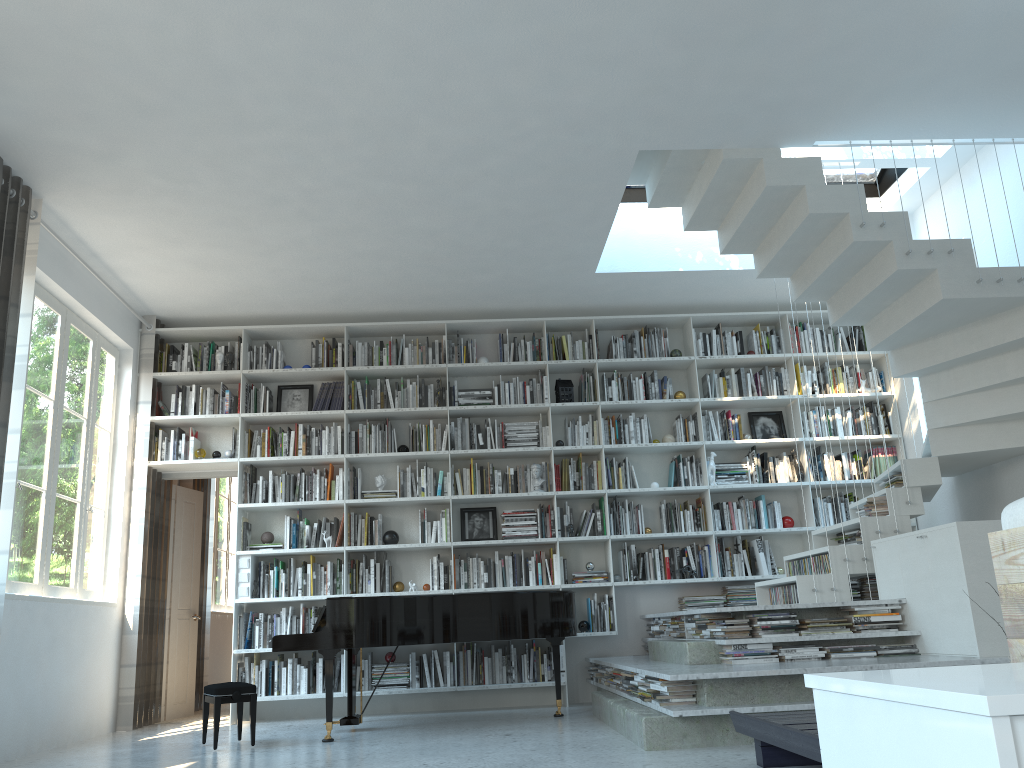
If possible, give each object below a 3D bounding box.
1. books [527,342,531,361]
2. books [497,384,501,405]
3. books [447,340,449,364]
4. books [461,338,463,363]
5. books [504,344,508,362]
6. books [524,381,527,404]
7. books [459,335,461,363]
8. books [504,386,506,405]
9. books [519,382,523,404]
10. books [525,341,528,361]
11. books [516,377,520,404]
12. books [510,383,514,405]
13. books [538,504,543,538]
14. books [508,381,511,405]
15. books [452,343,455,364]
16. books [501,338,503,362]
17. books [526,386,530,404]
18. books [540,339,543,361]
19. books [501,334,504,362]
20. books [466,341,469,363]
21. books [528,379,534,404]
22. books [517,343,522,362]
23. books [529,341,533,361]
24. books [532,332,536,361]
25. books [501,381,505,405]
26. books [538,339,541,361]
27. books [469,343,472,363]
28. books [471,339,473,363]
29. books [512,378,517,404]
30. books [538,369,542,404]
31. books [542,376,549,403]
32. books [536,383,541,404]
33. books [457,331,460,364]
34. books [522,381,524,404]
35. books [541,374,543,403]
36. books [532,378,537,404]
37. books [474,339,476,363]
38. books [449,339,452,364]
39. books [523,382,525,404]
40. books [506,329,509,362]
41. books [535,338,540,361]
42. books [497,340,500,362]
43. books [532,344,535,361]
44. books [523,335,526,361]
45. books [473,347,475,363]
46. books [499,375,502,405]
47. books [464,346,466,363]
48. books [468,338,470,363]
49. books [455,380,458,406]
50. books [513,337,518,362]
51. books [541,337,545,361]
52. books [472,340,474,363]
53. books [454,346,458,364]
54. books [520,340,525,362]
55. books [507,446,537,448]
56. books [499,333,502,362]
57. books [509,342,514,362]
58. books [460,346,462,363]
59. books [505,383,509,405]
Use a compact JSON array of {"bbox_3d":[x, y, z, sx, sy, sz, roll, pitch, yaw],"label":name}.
[{"bbox_3d":[0.138,-0.236,7.615,0.023,0.201,0.193,-2,-15,-3],"label":"books"},{"bbox_3d":[-0.113,0.128,7.552,0.024,0.223,0.129,-2,-15,-3],"label":"books"},{"bbox_3d":[-0.546,-0.231,7.613,0.012,0.253,0.161,-2,-15,-3],"label":"books"},{"bbox_3d":[-0.424,-0.245,7.603,0.011,0.264,0.164,-2,-15,-3],"label":"books"},{"bbox_3d":[-0.056,-0.224,7.639,0.031,0.208,0.147,-2,-15,-3],"label":"books"},{"bbox_3d":[0.112,0.109,7.539,0.012,0.230,0.159,-2,-15,-3],"label":"books"},{"bbox_3d":[-0.447,-0.256,7.619,0.010,0.295,0.153,-2,-15,-3],"label":"books"},{"bbox_3d":[-0.063,0.132,7.540,0.011,0.203,0.133,-2,-15,-3],"label":"books"},{"bbox_3d":[0.073,0.113,7.530,0.023,0.222,0.191,-2,-15,-3],"label":"books"},{"bbox_3d":[0.119,-0.238,7.633,0.012,0.216,0.180,-2,-15,-3],"label":"books"},{"bbox_3d":[0.049,0.093,7.543,0.023,0.268,0.185,-2,-15,-3],"label":"books"},{"bbox_3d":[-0.004,0.120,7.534,0.028,0.218,0.184,-2,-15,-3],"label":"books"},{"bbox_3d":[0.236,1.143,7.298,0.011,0.298,0.130,-2,-15,-3],"label":"books"},{"bbox_3d":[-0.026,0.111,7.545,0.012,0.243,0.132,-2,-15,-3],"label":"books"},{"bbox_3d":[-0.502,-0.219,7.612,0.023,0.227,0.157,-2,-15,-3],"label":"books"},{"bbox_3d":[-0.089,-0.252,7.641,0.011,0.266,0.129,-2,-15,-3],"label":"books"},{"bbox_3d":[0.133,0.128,7.531,0.029,0.187,0.176,-2,-15,-3],"label":"books"},{"bbox_3d":[0.249,-0.251,7.651,0.014,0.238,0.153,-2,-15,-3],"label":"books"},{"bbox_3d":[-0.078,-0.268,7.637,0.011,0.295,0.157,-2,-15,-3],"label":"books"},{"bbox_3d":[-0.383,-0.233,7.622,0.014,0.247,0.139,-2,-15,-3],"label":"books"},{"bbox_3d":[0.162,0.098,7.540,0.032,0.247,0.174,-2,-15,-3],"label":"books"},{"bbox_3d":[0.064,-0.230,7.627,0.033,0.202,0.167,-2,-15,-3],"label":"books"},{"bbox_3d":[0.160,-0.240,7.664,0.026,0.233,0.137,-2,-15,-3],"label":"books"},{"bbox_3d":[0.192,-0.281,7.663,0.012,0.307,0.138,-2,-15,-3],"label":"books"},{"bbox_3d":[-0.079,0.113,7.532,0.021,0.237,0.172,-2,-15,-3],"label":"books"},{"bbox_3d":[0.234,-0.250,7.659,0.014,0.243,0.145,-2,-15,-3],"label":"books"},{"bbox_3d":[-0.354,-0.223,7.609,0.016,0.218,0.144,-2,-15,-3],"label":"books"},{"bbox_3d":[-0.345,-0.241,7.613,0.005,0.254,0.168,-2,-15,-3],"label":"books"},{"bbox_3d":[0.022,0.098,7.562,0.029,0.272,0.141,-2,-15,-3],"label":"books"},{"bbox_3d":[0.239,0.057,7.566,0.012,0.333,0.156,-2,-15,-3],"label":"books"},{"bbox_3d":[0.279,0.085,7.494,0.037,0.236,0.273,-2,-15,-3],"label":"books"},{"bbox_3d":[0.222,0.119,7.539,0.029,0.202,0.192,-2,-15,-3],"label":"books"},{"bbox_3d":[-0.460,-0.275,7.630,0.014,0.340,0.145,-2,-15,-3],"label":"books"},{"bbox_3d":[0.089,0.111,7.557,0.011,0.238,0.140,-2,-15,-3],"label":"books"},{"bbox_3d":[0.250,0.078,7.579,0.010,0.298,0.134,-2,-15,-3],"label":"books"},{"bbox_3d":[0.191,0.095,7.559,0.029,0.260,0.133,-2,-15,-3],"label":"books"},{"bbox_3d":[-0.315,-0.242,7.617,0.011,0.255,0.144,-2,-15,-3],"label":"books"},{"bbox_3d":[-0.526,-0.236,7.595,0.026,0.252,0.186,-2,-15,-3],"label":"books"},{"bbox_3d":[0.100,0.112,7.544,0.010,0.229,0.152,-2,-15,-3],"label":"books"},{"bbox_3d":[-0.038,-0.289,7.634,0.010,0.330,0.186,-2,-15,-3],"label":"books"},{"bbox_3d":[0.214,-0.252,7.648,0.028,0.243,0.161,-2,-15,-3],"label":"books"},{"bbox_3d":[-0.113,-0.240,7.638,0.012,0.245,0.151,-2,-15,-3],"label":"books"},{"bbox_3d":[0.181,-0.228,7.655,0.014,0.204,0.135,-2,-15,-3],"label":"books"},{"bbox_3d":[0.108,-0.266,7.629,0.010,0.269,0.180,-2,-15,-3],"label":"books"},{"bbox_3d":[-0.323,-0.206,7.614,0.010,0.186,0.153,-2,-15,-3],"label":"books"},{"bbox_3d":[-0.095,0.087,7.521,0.011,0.283,0.190,-2,-15,-3],"label":"books"},{"bbox_3d":[-0.406,-0.209,7.607,0.023,0.195,0.172,-2,-15,-3],"label":"books"},{"bbox_3d":[-0.370,-0.243,7.618,0.013,0.263,0.147,-2,-15,-3],"label":"books"},{"bbox_3d":[-0.471,0.116,7.495,0.021,0.248,0.192,-2,-15,-3],"label":"books"},{"bbox_3d":[0.031,-0.256,7.652,0.028,0.269,0.140,-2,-15,-3],"label":"books"},{"bbox_3d":[0.265,-0.258,7.661,0.022,0.256,0.137,-2,-15,-3],"label":"books"},{"bbox_3d":[-0.337,-0.233,7.631,0.013,0.249,0.148,-2,-15,-3],"label":"books"},{"bbox_3d":[-0.476,-0.208,7.597,0.026,0.194,0.167,-2,-15,-3],"label":"books"},{"bbox_3d":[0.091,-0.246,7.638,0.023,0.236,0.154,-2,-15,-3],"label":"books"},{"bbox_3d":[0.082,0.548,7.430,0.254,0.012,0.161,-3,-16,-1],"label":"books"},{"bbox_3d":[-0.101,-0.268,7.628,0.014,0.291,0.176,-2,-15,-3],"label":"books"},{"bbox_3d":[-0.005,-0.231,7.626,0.050,0.210,0.173,-2,-15,-3],"label":"books"},{"bbox_3d":[-0.435,-0.209,7.620,0.011,0.205,0.146,-2,-15,-3],"label":"books"},{"bbox_3d":[-0.044,0.121,7.529,0.027,0.216,0.190,-2,-15,-3],"label":"books"}]
